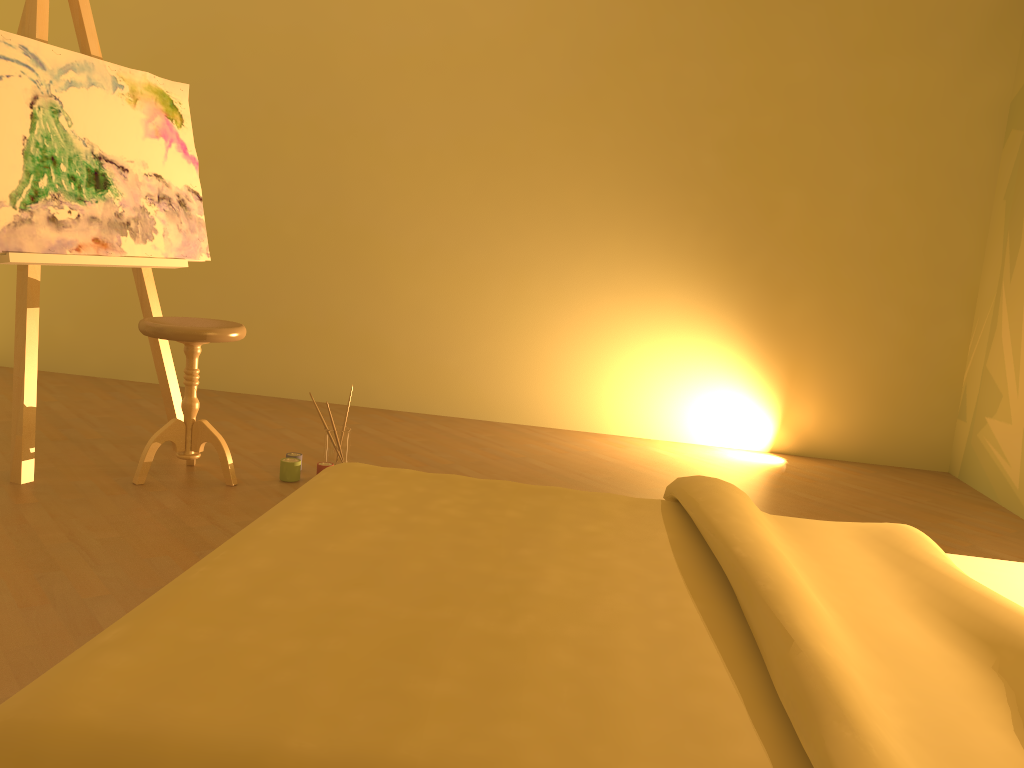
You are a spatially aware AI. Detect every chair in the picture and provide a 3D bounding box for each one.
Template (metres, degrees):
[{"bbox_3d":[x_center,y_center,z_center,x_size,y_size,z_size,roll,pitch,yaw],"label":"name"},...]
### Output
[{"bbox_3d":[-1.111,0.059,3.081,0.364,0.551,0.348,8,9,17],"label":"chair"}]

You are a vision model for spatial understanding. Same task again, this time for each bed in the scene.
[{"bbox_3d":[0.663,0.321,1.246,2.378,0.894,1.286,6,8,5],"label":"bed"}]

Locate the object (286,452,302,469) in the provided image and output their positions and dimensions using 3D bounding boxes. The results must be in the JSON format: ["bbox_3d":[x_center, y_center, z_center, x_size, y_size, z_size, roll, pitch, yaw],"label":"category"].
[{"bbox_3d":[-0.825,0.295,3.351,0.060,0.060,0.060,4,8,-10],"label":"object"}]

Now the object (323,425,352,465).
[{"bbox_3d":[-0.677,0.248,3.430,0.106,0.157,0.106,2,9,-22],"label":"object"}]

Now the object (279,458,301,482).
[{"bbox_3d":[-0.802,0.310,3.208,0.073,0.073,0.073,7,8,10],"label":"object"}]

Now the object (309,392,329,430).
[{"bbox_3d":[-0.710,0.179,3.416,0.159,0.286,0.010,5,8,1],"label":"object"}]

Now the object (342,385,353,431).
[{"bbox_3d":[-0.655,0.162,3.463,0.010,0.319,0.069,11,10,32],"label":"object"}]

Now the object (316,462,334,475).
[{"bbox_3d":[-0.686,0.322,3.254,0.060,0.060,0.060,3,9,-13],"label":"object"}]

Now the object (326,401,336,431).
[{"bbox_3d":[-0.673,0.191,3.384,0.010,0.278,0.172,8,9,18],"label":"object"}]

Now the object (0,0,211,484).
[{"bbox_3d":[-1.707,-0.627,3.139,1.132,1.896,0.972,4,9,-12],"label":"object"}]
